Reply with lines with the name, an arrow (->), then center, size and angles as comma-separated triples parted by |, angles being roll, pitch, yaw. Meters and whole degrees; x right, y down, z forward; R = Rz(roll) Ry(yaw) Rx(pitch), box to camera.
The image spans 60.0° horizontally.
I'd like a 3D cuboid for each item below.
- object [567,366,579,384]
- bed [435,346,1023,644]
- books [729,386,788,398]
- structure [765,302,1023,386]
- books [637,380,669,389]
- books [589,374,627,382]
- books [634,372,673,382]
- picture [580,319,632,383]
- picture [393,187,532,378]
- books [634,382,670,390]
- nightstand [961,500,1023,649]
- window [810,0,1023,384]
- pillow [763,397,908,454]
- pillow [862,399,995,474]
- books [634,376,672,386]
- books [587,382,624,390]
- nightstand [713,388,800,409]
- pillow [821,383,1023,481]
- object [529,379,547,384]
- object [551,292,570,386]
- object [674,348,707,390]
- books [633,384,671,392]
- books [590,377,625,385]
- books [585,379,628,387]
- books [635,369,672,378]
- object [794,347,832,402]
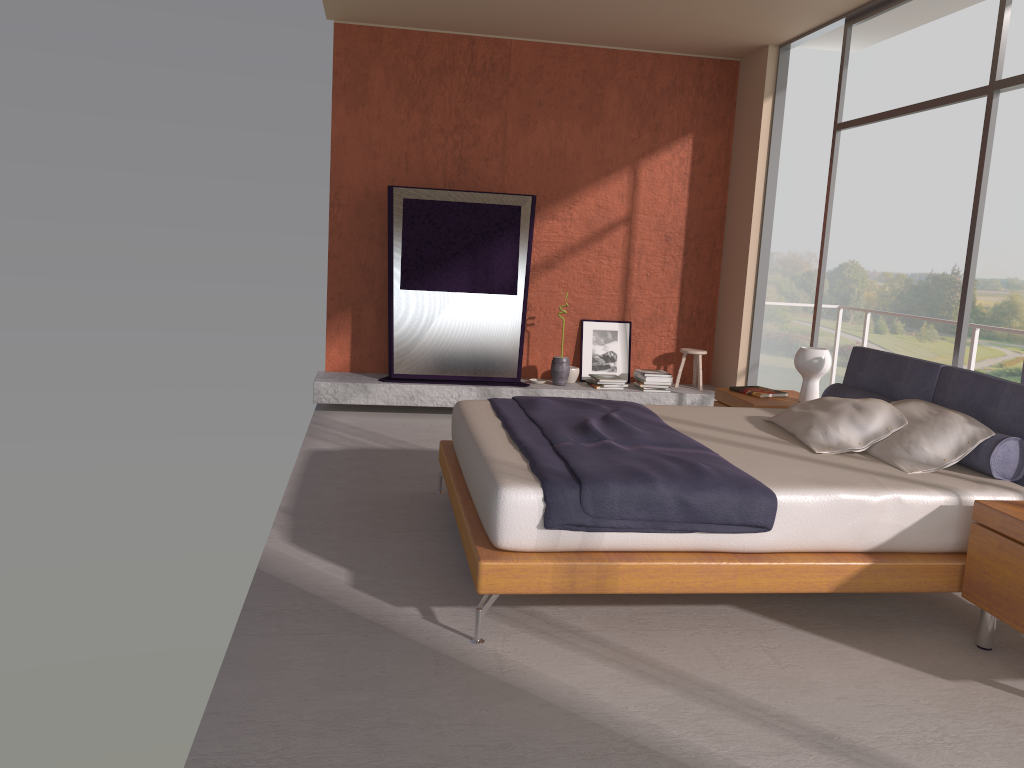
object -> 0.500, -0.079, 7.805 | 0.179, 0.137, 0.180 | 4, 9, 3
bed -> 0.945, 0.341, 4.279 | 2.462, 0.959, 2.017 | 2, 9, -9
books -> 1.608, 0.050, 5.783 | 0.247, 0.025, 0.287 | -1, 10, -28
structure -> 3.038, 0.408, 3.946 | 0.728, 1.005, 7.689 | 2, 9, -9
books -> 1.220, 0.000, 7.692 | 0.247, 0.025, 0.287 | 4, 9, 2
books -> 0.826, -0.051, 7.670 | 0.247, 0.018, 0.328 | 1, 9, -12
books -> 1.225, -0.062, 7.702 | 0.247, 0.038, 0.319 | 1, 9, -12
picture -> 0.838, -0.291, 7.927 | 0.458, 0.550, 0.117 | 2, 9, -9
picture -> -0.431, -0.816, 7.277 | 1.129, 1.496, 0.126 | 2, 9, -9
books -> 1.219, 0.017, 7.720 | 0.247, 0.018, 0.287 | 2, 9, -9
nightstand -> 2.064, 0.773, 3.149 | 0.562, 0.556, 0.628 | 2, 9, -9
window -> 2.727, -0.546, 3.546 | 0.075, 3.133, 6.106 | 2, 9, -9
pillow -> 1.583, 0.175, 4.423 | 0.431, 0.264, 0.869 | 3, 9, -1
pillow -> 1.819, 0.229, 4.101 | 0.400, 0.265, 0.791 | 2, 9, -6
books -> 1.223, -0.030, 7.707 | 0.247, 0.027, 0.328 | 2, 9, -7
books -> 0.808, 0.014, 7.679 | 0.247, 0.025, 0.287 | 1, 9, -12
nightstand -> 1.670, 0.357, 5.727 | 0.562, 0.556, 0.628 | 2, 9, -9
pillow -> 1.976, 0.202, 4.401 | 0.205, 0.201, 1.470 | 2, 9, -9
object -> 0.222, -0.015, 7.656 | 0.152, 0.040, 0.152 | 7, 10, 26
object -> 0.430, -0.388, 7.571 | 0.165, 0.810, 0.165 | 5, 9, 14
object -> 1.614, -0.131, 7.894 | 0.257, 0.349, 0.260 | -4, 11, -39
books -> 1.219, 0.036, 7.717 | 0.247, 0.018, 0.328 | 2, 9, -7
books -> 0.827, -0.029, 7.669 | 0.247, 0.025, 0.287 | 2, 9, -7
books -> 0.821, -0.010, 7.686 | 0.247, 0.018, 0.328 | -1, 9, -24
books -> 1.226, -0.094, 7.703 | 0.247, 0.025, 0.287 | 2, 9, -9
object -> 1.859, -0.054, 5.503 | 0.224, 0.338, 0.224 | 4, 9, 2
